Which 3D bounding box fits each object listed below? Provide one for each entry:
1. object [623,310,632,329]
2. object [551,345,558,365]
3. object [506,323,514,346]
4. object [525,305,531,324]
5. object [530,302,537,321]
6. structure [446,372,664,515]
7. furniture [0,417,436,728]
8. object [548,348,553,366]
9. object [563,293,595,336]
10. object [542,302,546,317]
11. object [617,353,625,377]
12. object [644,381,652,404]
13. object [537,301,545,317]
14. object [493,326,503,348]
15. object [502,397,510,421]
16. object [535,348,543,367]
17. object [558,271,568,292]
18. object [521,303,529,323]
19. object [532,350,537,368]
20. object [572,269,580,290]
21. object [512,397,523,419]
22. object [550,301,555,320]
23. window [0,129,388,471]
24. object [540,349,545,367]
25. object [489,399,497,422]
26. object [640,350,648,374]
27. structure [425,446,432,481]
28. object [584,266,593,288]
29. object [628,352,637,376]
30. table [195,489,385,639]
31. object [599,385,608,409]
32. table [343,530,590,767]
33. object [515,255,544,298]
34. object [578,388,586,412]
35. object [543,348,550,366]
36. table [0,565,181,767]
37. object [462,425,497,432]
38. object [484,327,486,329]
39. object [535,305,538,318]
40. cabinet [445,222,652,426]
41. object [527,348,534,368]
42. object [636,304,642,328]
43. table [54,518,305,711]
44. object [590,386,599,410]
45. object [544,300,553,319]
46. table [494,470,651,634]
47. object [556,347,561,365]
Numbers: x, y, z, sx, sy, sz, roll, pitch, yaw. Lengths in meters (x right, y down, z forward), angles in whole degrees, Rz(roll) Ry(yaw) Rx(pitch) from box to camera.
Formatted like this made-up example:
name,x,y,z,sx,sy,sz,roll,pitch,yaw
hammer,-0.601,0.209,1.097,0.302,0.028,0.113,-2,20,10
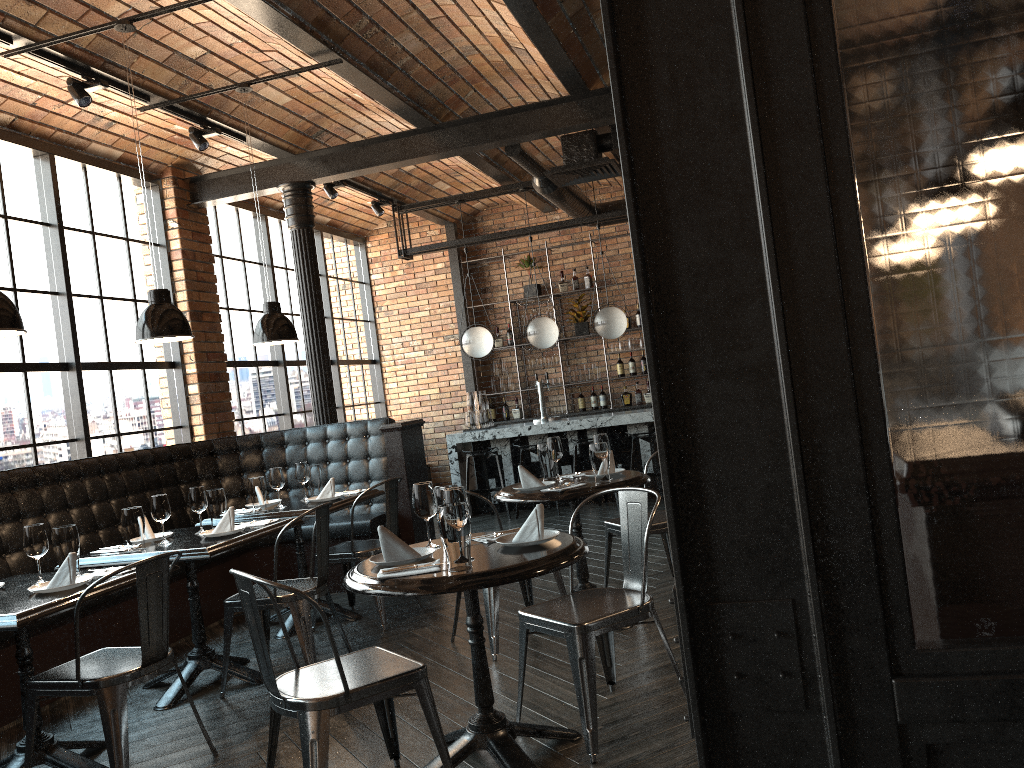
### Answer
name,x,y,z,sx,sy,sz,roll,pitch,yaw
object,1.409,-0.790,10.981,0.151,0.248,0.094,-7,0,19
object,0.531,-0.364,11.143,0.092,0.244,0.092,-7,0,21
object,-0.026,-0.631,11.387,0.086,0.299,0.086,-7,0,-26
object,0.204,-0.898,11.388,0.092,0.244,0.092,-7,0,21
object,0.265,-0.907,11.199,0.092,0.244,0.092,-7,0,21
structure,2.136,0.364,9.594,5.346,1.430,1.930,-7,0,16
furniture,-2.298,1.025,4.748,1.979,1.212,5.451,-7,0,16
object,0.476,-0.356,11.330,0.092,0.244,0.092,-7,0,21
object,0.865,-0.859,11.101,0.430,0.526,0.425,-7,0,28
object,0.403,-0.924,11.332,0.092,0.244,0.092,-7,0,21
object,1.346,-0.232,11.023,0.086,0.299,0.086,-7,0,-26
object,1.692,0.100,10.917,0.123,0.279,0.123,-7,0,29
object,0.359,-0.919,11.173,0.092,0.244,0.092,-7,0,21
object,-0.177,-0.601,11.412,0.123,0.279,0.123,-7,0,5
object,-0.083,0.319,11.403,0.086,0.297,0.086,-7,0,-41
object,0.338,-0.339,11.197,0.092,0.244,0.092,-7,0,21
object,0.644,-1.285,11.179,0.123,0.279,0.123,-7,0,4
object,0.160,-0.893,11.229,0.092,0.244,0.092,-7,0,21
object,0.277,-0.330,11.386,0.092,0.244,0.092,-7,0,21
object,0.794,-1.306,11.135,0.083,0.282,0.083,-7,0,1
object,0.071,0.309,11.372,0.123,0.279,0.123,-7,0,29
object,0.502,-0.937,11.304,0.092,0.244,0.092,-7,0,21
window,-3.956,-0.046,3.890,0.168,3.253,16.179,-7,0,16
object,0.382,-0.344,11.356,0.092,0.244,0.092,-7,0,21
object,-0.258,0.342,11.484,0.086,0.299,0.086,-7,0,-26
object,1.630,-0.269,10.940,0.086,0.297,0.086,-7,0,-26
structure,-1.798,1.049,9.614,0.757,1.072,4.107,-7,0,14
object,0.952,-1.327,11.091,0.083,0.282,0.083,-7,0,31
object,1.492,-0.252,11.008,0.086,0.298,0.086,-7,0,-26
table,-1.333,1.133,5.628,0.872,0.758,0.872,-7,0,16
object,1.139,0.161,11.094,0.086,0.298,0.086,-7,0,-26
table,-0.116,0.967,3.127,0.866,0.758,0.866,-7,0,-21
object,0.240,-1.371,11.313,0.377,0.554,0.422,-7,0,3
object,0.875,0.196,11.167,0.086,0.299,0.086,-7,0,-26
object,0.432,-0.351,11.171,0.092,0.244,0.092,-7,0,21
table,-1.917,1.200,3.515,0.872,0.758,0.872,-7,0,16
object,-0.348,0.488,9.737,0.273,0.019,0.437,-7,0,16
object,-0.337,-0.591,11.503,0.086,0.298,0.086,-7,0,-26
object,0.309,-0.912,11.358,0.092,0.244,0.092,-7,0,21
cabinet,0.994,-0.605,11.062,7.075,3.779,0.564,-7,0,16
object,0.233,-0.325,11.227,0.092,0.244,0.092,-7,0,21
object,1.574,-0.836,10.949,0.086,0.298,0.086,-7,0,-26
table,-1.627,1.166,4.565,0.872,0.758,0.872,-7,0,16
object,1.032,0.174,11.149,0.086,0.298,0.086,-7,0,-26
object,0.459,-0.932,11.145,0.092,0.244,0.092,-7,0,21
table,0.373,0.911,4.895,0.866,0.758,0.866,-7,0,-21
object,0.575,-0.369,11.302,0.092,0.244,0.092,-7,0,21
